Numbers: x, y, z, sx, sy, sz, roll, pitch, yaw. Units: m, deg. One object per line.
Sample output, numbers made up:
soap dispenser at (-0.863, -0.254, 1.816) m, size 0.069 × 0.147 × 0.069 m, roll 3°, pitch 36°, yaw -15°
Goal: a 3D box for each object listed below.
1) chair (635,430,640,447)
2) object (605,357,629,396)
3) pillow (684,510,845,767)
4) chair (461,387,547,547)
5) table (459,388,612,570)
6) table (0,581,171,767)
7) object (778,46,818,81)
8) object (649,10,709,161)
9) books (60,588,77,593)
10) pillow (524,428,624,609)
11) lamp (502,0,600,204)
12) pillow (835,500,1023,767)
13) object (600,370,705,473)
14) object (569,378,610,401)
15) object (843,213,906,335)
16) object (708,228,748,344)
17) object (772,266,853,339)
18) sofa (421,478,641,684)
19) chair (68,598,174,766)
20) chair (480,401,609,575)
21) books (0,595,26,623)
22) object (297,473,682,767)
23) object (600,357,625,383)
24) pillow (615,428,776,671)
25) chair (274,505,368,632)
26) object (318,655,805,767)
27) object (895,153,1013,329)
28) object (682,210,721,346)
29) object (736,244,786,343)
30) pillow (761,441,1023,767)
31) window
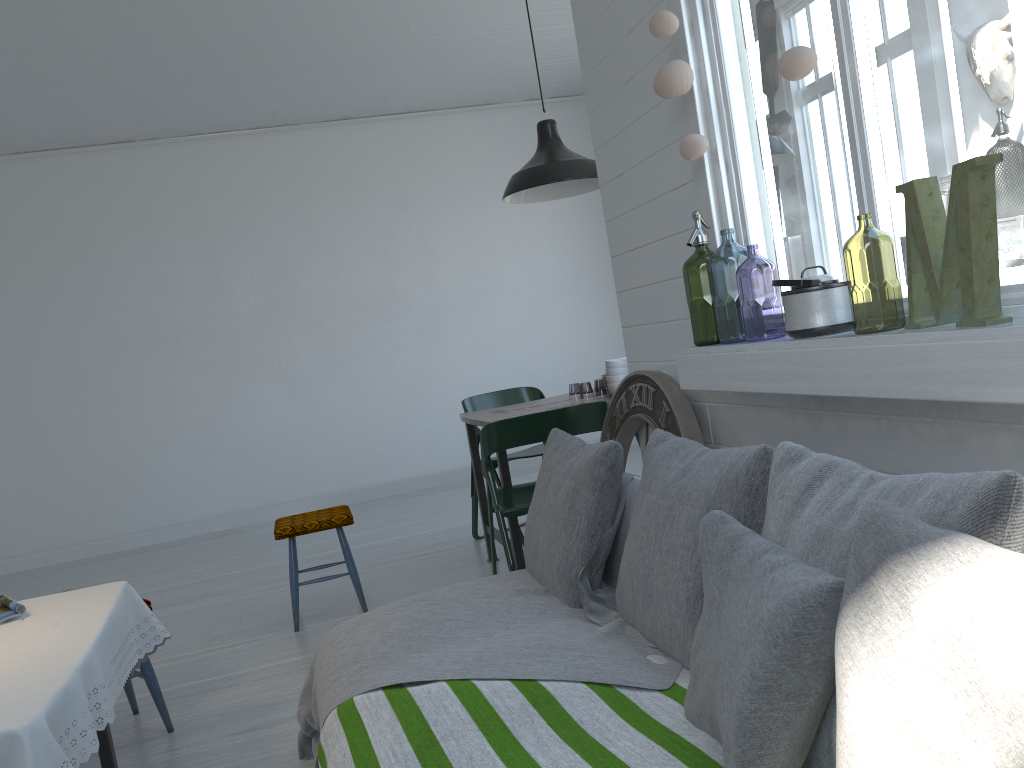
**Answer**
chair at (1.116, 0.354, 6.270) m, size 0.650 × 1.008 × 0.730 m, roll -11°, pitch 4°, yaw -23°
object at (0.624, -0.042, 4.991) m, size 0.150 × 0.217 × 0.308 m, roll -8°, pitch 4°, yaw 19°
pillow at (0.457, 0.491, 1.603) m, size 0.277 × 0.446 × 0.527 m, roll -9°, pitch 3°, yaw 1°
chair at (0.087, 0.539, 6.021) m, size 0.650 × 1.008 × 0.731 m, roll -12°, pitch 4°, yaw -33°
table at (0.643, 0.508, 5.293) m, size 1.693 × 0.931 × 1.171 m, roll -10°, pitch 4°, yaw -16°
table at (-1.693, 1.161, 2.447) m, size 1.326 × 0.726 × 1.669 m, roll -10°, pitch 3°, yaw -12°
object at (0.565, -1.430, 2.092) m, size 0.196 × 1.428 × 0.200 m, roll -10°, pitch 4°, yaw -3°
object at (0.444, -1.365, 2.621) m, size 0.194 × 1.406 × 0.196 m, roll -6°, pitch 5°, yaw 37°
books at (-1.845, 0.876, 3.615) m, size 0.133 × 0.022 × 0.188 m, roll -7°, pitch 4°, yaw 37°
pillow at (0.183, 0.436, 2.925) m, size 0.278 × 0.522 × 0.638 m, roll -10°, pitch 4°, yaw -14°
lamp at (0.139, -1.853, 5.081) m, size 0.649 × 1.501 × 0.650 m, roll -11°, pitch 4°, yaw -17°
pillow at (0.665, 0.434, 1.055) m, size 0.344 × 0.527 × 0.616 m, roll -10°, pitch 4°, yaw -15°
object at (0.470, 0.530, 3.449) m, size 0.584 × 1.139 × 1.112 m, roll -12°, pitch 4°, yaw -28°
object at (0.458, 0.033, 5.203) m, size 0.241 × 0.098 × 0.172 m, roll -10°, pitch 3°, yaw -9°
object at (0.818, -0.250, 2.014) m, size 0.111 × 0.270 × 0.110 m, roll -9°, pitch 4°, yaw 5°
object at (0.659, -0.289, 2.620) m, size 0.137 × 0.335 × 0.137 m, roll -10°, pitch 4°, yaw -6°
object at (0.776, -0.211, 2.252) m, size 0.207 × 0.174 × 0.186 m, roll -12°, pitch 4°, yaw -33°
sofa at (-0.805, 1.031, 1.413) m, size 3.405 × 0.900 × 3.393 m, roll -10°, pitch 3°, yaw -14°
chair at (-1.689, 1.183, 3.588) m, size 0.418 × 0.563 × 0.419 m, roll -13°, pitch 5°, yaw -43°
chair at (0.205, 0.610, 4.339) m, size 0.651 × 1.008 × 0.730 m, roll -10°, pitch 4°, yaw -13°
books at (-1.767, 0.765, 2.938) m, size 0.228 × 0.043 × 0.300 m, roll -12°, pitch 4°, yaw -39°
object at (-0.114, 0.843, 2.867) m, size 1.686 × 0.925 × 1.210 m, roll -8°, pitch 4°, yaw 27°
object at (0.682, -0.060, 5.340) m, size 0.300 × 0.195 × 0.305 m, roll -8°, pitch 4°, yaw 23°
pillow at (0.441, 0.401, 2.241) m, size 0.280 × 0.521 × 0.641 m, roll -10°, pitch 4°, yaw -13°
chair at (-1.054, 1.006, 4.910) m, size 0.419 × 0.563 × 0.419 m, roll -10°, pitch 4°, yaw -13°
object at (0.060, 0.939, 1.789) m, size 1.043 × 0.474 × 3.163 m, roll -10°, pitch 3°, yaw -13°
object at (0.871, -0.265, 1.767) m, size 0.052 × 0.311 × 0.330 m, roll -10°, pitch 4°, yaw -4°
object at (0.602, -0.330, 2.748) m, size 0.136 × 0.416 × 0.136 m, roll -11°, pitch 4°, yaw -16°
object at (0.692, -0.255, 2.484) m, size 0.111 × 0.270 × 0.110 m, roll -9°, pitch 4°, yaw 5°
pillow at (0.598, 0.413, 1.561) m, size 0.278 × 0.561 × 0.638 m, roll -10°, pitch 4°, yaw -13°
window at (0.648, -1.175, 2.104) m, size 0.253 × 2.401 × 1.481 m, roll -10°, pitch 4°, yaw -14°
